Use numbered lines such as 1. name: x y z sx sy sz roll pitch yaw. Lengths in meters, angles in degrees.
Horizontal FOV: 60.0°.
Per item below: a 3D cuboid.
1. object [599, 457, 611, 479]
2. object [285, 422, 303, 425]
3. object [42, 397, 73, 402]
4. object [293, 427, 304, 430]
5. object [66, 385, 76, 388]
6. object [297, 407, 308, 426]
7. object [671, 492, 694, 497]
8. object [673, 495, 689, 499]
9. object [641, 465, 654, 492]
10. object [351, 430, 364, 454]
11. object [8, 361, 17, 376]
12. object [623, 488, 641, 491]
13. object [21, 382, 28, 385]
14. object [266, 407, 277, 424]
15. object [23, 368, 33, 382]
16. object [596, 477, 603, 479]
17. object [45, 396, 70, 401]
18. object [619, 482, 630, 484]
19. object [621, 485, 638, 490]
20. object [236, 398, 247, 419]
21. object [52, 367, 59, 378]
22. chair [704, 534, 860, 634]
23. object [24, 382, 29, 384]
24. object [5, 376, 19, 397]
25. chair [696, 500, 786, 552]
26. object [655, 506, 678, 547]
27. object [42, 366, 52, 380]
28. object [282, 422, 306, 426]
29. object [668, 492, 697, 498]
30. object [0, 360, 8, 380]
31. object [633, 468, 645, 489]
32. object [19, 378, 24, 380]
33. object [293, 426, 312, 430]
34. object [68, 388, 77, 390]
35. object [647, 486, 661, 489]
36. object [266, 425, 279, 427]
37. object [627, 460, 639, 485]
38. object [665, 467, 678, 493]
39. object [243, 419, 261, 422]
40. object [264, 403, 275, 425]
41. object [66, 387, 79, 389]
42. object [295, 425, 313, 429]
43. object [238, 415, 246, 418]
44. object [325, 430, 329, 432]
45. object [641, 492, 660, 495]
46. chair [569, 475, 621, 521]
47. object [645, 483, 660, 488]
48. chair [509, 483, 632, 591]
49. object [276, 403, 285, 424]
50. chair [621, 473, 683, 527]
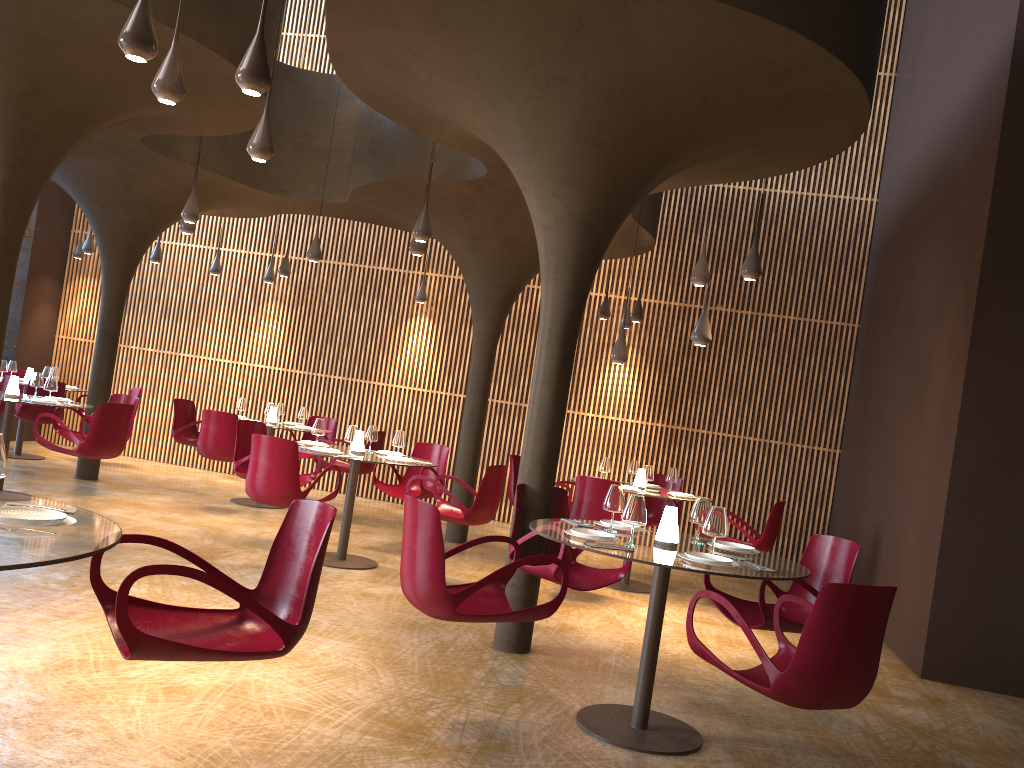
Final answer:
1. object: 1.068 0.996 10.217 0.142 0.295 0.141 9 -1 -30
2. object: -3.147 0.575 12.801 0.263 0.029 0.263 8 -2 22
3. object: -5.312 0.185 10.358 0.332 0.014 0.332 9 -2 -6
4. object: -2.849 0.611 12.184 0.204 0.012 0.411 8 -2 18
5. object: -6.906 0.043 13.760 0.263 0.029 0.263 8 -2 14
6. object: -2.929 0.467 12.399 0.142 0.295 0.141 9 -1 -36
7. object: 1.905 1.241 9.927 0.263 0.029 0.263 8 -2 7
8. object: 1.902 1.251 9.922 0.204 0.012 0.411 8 -2 19
9. object: 1.496 1.047 9.802 0.142 0.295 0.142 8 -1 20
10. object: -1.581 0.598 9.138 0.142 0.232 0.144 9 -1 -14
11. object: -7.725 -0.210 13.693 0.142 0.295 0.142 8 -1 12
12. object: 1.253 1.147 9.740 0.331 0.014 0.332 7 -2 39
13. object: -7.067 0.008 13.096 0.331 0.014 0.332 7 -2 30
14. object: -3.329 0.435 12.310 0.142 0.232 0.144 9 -1 -4
15. object: -7.355 -0.129 13.512 0.144 0.232 0.142 9 -1 -14
16. object: 0.967 1.116 10.434 0.263 0.029 0.263 8 -2 24
17. object: -5.310 0.176 10.358 0.263 0.029 0.263 8 -2 13
18. object: 1.395 1.211 10.866 0.126 0.017 0.262 8 -2 29
19. object: 1.254 1.138 9.740 0.263 0.029 0.263 8 -2 16
20. object: -3.726 0.341 12.206 0.142 0.295 0.142 9 -1 -17
21. object: -7.117 -0.117 13.779 0.141 0.295 0.142 8 -1 29
22. chair: 1.806 1.296 5.830 0.874 0.636 0.624 9 -1 -21
23. object: -7.066 -0.001 13.096 0.263 0.029 0.263 8 -2 4
24. object: -5.574 0.025 9.909 0.142 0.232 0.144 9 -1 -34
25. chair: 2.499 1.519 9.684 0.871 0.636 0.626 8 -1 22
26. object: 0.949 0.859 5.366 0.145 0.232 0.142 9 -1 -31
27. object: -6.991 -0.112 13.322 0.142 0.295 0.141 9 -1 -29
28. object: -3.148 0.585 12.801 0.331 0.014 0.332 8 -2 9
29. object: 1.903 1.250 9.926 0.332 0.014 0.332 8 -2 0
30. object: -7.558 -0.202 13.150 0.142 0.295 0.142 8 -1 10
31. object: 1.477 1.088 10.212 0.144 0.232 0.142 8 -1 7
32. object: -7.702 -0.071 13.922 0.263 0.029 0.262 10 -2 -35
33. object: -2.848 0.610 12.188 0.331 0.014 0.332 7 -2 35
34. object: -6.905 0.054 13.756 0.205 0.012 0.410 10 -2 -42
35. object: 1.650 1.237 10.707 0.332 0.014 0.331 10 -2 -42
36. object: -3.190 0.551 11.674 0.126 0.017 0.262 8 -2 16
37. object: 1.453 1.066 10.631 0.142 0.295 0.142 9 -1 -6
38. object: 1.826 1.107 10.138 0.142 0.295 0.142 9 -1 -1
39. object: -3.469 0.495 11.777 0.263 0.029 0.263 8 -2 17
40. object: -3.253 0.402 11.898 0.142 0.295 0.142 8 -1 4
41. object: -6.908 0.053 13.760 0.332 0.014 0.331 9 -2 -15
42. object: -2.847 0.601 12.188 0.263 0.029 0.263 9 -2 -10
43. object: -3.859 0.456 12.408 0.263 0.029 0.262 10 -2 -43
44. object: -2.722 0.645 12.462 0.261 0.017 0.126 8 -2 22
45. object: 1.495 1.185 9.564 0.126 0.017 0.262 7 -2 32
46. chair: 0.939 1.267 9.082 0.624 0.636 0.874 8 -1 22
47. object: 1.652 1.227 10.707 0.262 0.029 0.263 7 -2 38
48. chair: 0.368 1.098 6.390 0.626 0.636 0.871 9 -1 -31
49. object: -3.316 0.417 12.666 0.142 0.295 0.142 8 -1 11
50. chair: 1.798 1.460 11.164 0.624 0.636 0.874 8 -1 27
